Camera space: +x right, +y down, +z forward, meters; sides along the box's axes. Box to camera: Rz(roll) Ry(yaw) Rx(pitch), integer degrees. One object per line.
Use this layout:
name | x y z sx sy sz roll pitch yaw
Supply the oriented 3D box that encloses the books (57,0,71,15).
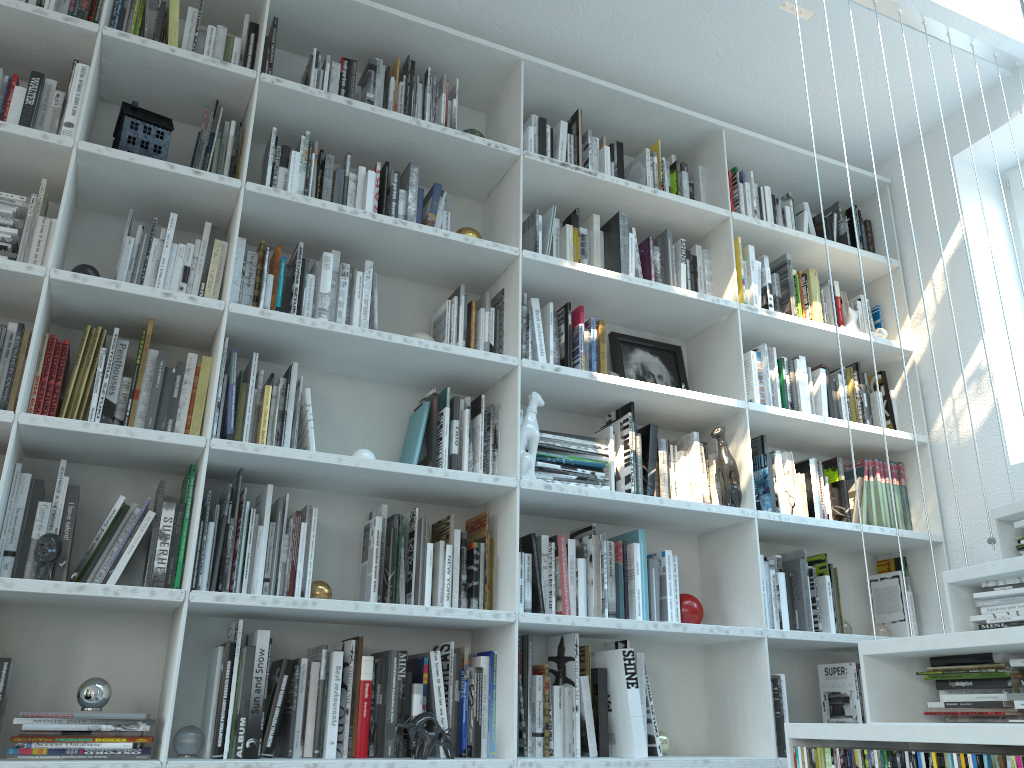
books | -1.308 -1.021 2.577 0.026 0.233 0.137 10 -22 -23

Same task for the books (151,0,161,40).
books | -1.082 -1.001 2.661 0.008 0.261 0.142 10 -22 -23

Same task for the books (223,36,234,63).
books | -0.894 -0.938 2.737 0.025 0.203 0.162 10 -22 -23

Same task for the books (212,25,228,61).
books | -0.910 -0.954 2.710 0.031 0.212 0.170 10 -22 -23

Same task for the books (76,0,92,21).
books | -1.252 -1.023 2.582 0.028 0.243 0.161 10 -22 -23

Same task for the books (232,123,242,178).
books | -0.840 -0.625 2.657 0.005 0.291 0.131 10 -22 -23

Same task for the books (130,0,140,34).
books | -1.121 -1.007 2.615 0.007 0.238 0.192 10 -22 -23

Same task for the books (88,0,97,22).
books | -1.237 -1.017 2.599 0.014 0.243 0.145 10 -22 -23

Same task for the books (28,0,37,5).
books | -1.362 -1.041 2.530 0.023 0.235 0.154 10 -22 -23

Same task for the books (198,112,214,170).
books | -0.914 -0.638 2.598 0.022 0.270 0.182 10 -22 -23

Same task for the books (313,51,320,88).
books | -0.654 -0.916 2.844 0.011 0.243 0.173 10 -22 -23

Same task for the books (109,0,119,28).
books | -1.185 -1.027 2.628 0.012 0.284 0.160 10 -22 -23

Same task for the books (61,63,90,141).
books | -1.188 -0.691 2.416 0.037 0.236 0.273 10 -22 -23

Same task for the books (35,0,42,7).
books | -1.341 -1.058 2.530 0.010 0.269 0.180 10 -22 -23

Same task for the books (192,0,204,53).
books | -0.973 -1.002 2.703 0.010 0.296 0.168 10 -22 -23

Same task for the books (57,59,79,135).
books | -1.246 -0.721 2.474 0.012 0.333 0.156 10 -22 -23

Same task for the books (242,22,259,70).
books | -0.828 -0.959 2.750 0.029 0.252 0.187 10 -22 -23

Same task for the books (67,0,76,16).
books | -1.288 -1.006 2.574 0.014 0.203 0.135 10 -22 -23

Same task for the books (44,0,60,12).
books | -1.312 -1.024 2.524 0.023 0.201 0.193 10 -22 -23

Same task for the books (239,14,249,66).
books | -0.860 -0.987 2.783 0.012 0.328 0.129 10 -22 -23

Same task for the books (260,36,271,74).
books | -0.794 -0.938 2.769 0.033 0.228 0.176 10 -22 -23

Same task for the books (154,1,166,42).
books | -1.064 -0.991 2.646 0.015 0.233 0.171 10 -22 -23

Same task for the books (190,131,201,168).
books | -0.944 -0.608 2.595 0.019 0.213 0.156 10 -22 -23

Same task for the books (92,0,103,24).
books | -1.221 -1.015 2.596 0.014 0.238 0.153 10 -22 -23

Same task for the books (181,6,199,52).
books | -0.999 -0.989 2.706 0.030 0.273 0.152 10 -22 -23

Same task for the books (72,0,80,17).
books | -1.272 -1.054 2.592 0.012 0.307 0.138 10 -22 -23

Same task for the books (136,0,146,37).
books | -1.120 -1.015 2.649 0.007 0.278 0.150 10 -22 -23

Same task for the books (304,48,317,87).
books | -0.659 -0.920 2.833 0.009 0.243 0.173 10 -22 -23

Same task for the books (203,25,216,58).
books | -0.937 -0.952 2.700 0.024 0.201 0.180 10 -22 -23

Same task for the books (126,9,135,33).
books | -1.142 -0.979 2.624 0.015 0.192 0.160 10 -22 -23

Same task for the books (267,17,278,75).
books | -0.771 -0.972 2.783 0.019 0.303 0.176 10 -22 -23

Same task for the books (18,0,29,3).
books | -1.386 -1.031 2.509 0.033 0.202 0.167 10 -22 -23

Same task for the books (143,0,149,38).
books | -1.098 -1.006 2.646 0.034 0.260 0.158 10 -22 -23

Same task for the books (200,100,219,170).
books | -0.913 -0.663 2.625 0.025 0.338 0.143 10 -22 -23

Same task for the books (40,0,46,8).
books | -1.335 -1.028 2.534 0.012 0.216 0.180 10 -22 -23

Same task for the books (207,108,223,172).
books | -0.890 -0.644 2.604 0.021 0.287 0.179 10 -22 -23

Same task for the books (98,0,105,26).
books | -1.207 -1.018 2.612 0.022 0.256 0.137 10 -22 -23

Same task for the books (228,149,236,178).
books | -0.855 -0.580 2.647 0.015 0.200 0.130 10 -22 -23

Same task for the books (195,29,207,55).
books | -0.958 -0.946 2.686 0.022 0.179 0.173 10 -22 -23

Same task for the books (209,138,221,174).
books | -0.887 -0.599 2.613 0.013 0.210 0.140 10 -22 -23

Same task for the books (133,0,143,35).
books | -1.121 -1.010 2.634 0.006 0.258 0.166 10 -22 -23

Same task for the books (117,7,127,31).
books | -1.167 -0.984 2.626 0.016 0.203 0.144 10 -22 -23

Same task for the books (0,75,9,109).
books | -1.390 -0.697 2.408 0.011 0.238 0.140 10 -22 -23

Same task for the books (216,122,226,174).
books | -0.874 -0.622 2.615 0.005 0.254 0.159 10 -22 -23

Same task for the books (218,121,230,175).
books | -0.877 -0.627 2.649 0.013 0.287 0.132 10 -22 -23

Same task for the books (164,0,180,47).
books | -1.028 -0.993 2.668 0.054 0.253 0.191 10 -22 -23

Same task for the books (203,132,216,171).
books | -0.909 -0.605 2.606 0.024 0.216 0.169 10 -22 -23

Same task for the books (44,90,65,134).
books | -1.262 -0.666 2.436 0.029 0.201 0.192 10 -22 -23

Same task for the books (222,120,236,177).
books | -0.848 -0.619 2.611 0.013 0.247 0.187 10 -22 -23

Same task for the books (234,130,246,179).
books | -0.820 -0.598 2.617 0.008 0.213 0.224 10 -22 -23

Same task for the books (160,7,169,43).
books | -1.069 -0.992 2.685 0.007 0.263 0.133 10 -22 -23

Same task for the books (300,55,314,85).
books | -0.681 -0.908 2.809 0.046 0.205 0.184 10 -22 -23

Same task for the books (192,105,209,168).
books | -0.923 -0.645 2.580 0.021 0.271 0.191 10 -22 -23

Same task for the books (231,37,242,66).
books | -0.869 -0.932 2.738 0.022 0.193 0.182 10 -22 -23

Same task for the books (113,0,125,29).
books | -1.168 -1.028 2.616 0.008 0.277 0.171 10 -22 -23

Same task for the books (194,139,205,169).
books | -0.935 -0.597 2.603 0.022 0.198 0.143 10 -22 -23

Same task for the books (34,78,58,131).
books | -1.294 -0.694 2.446 0.029 0.260 0.133 10 -22 -23

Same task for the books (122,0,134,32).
books | -1.149 -1.032 2.632 0.007 0.297 0.181 10 -22 -23
